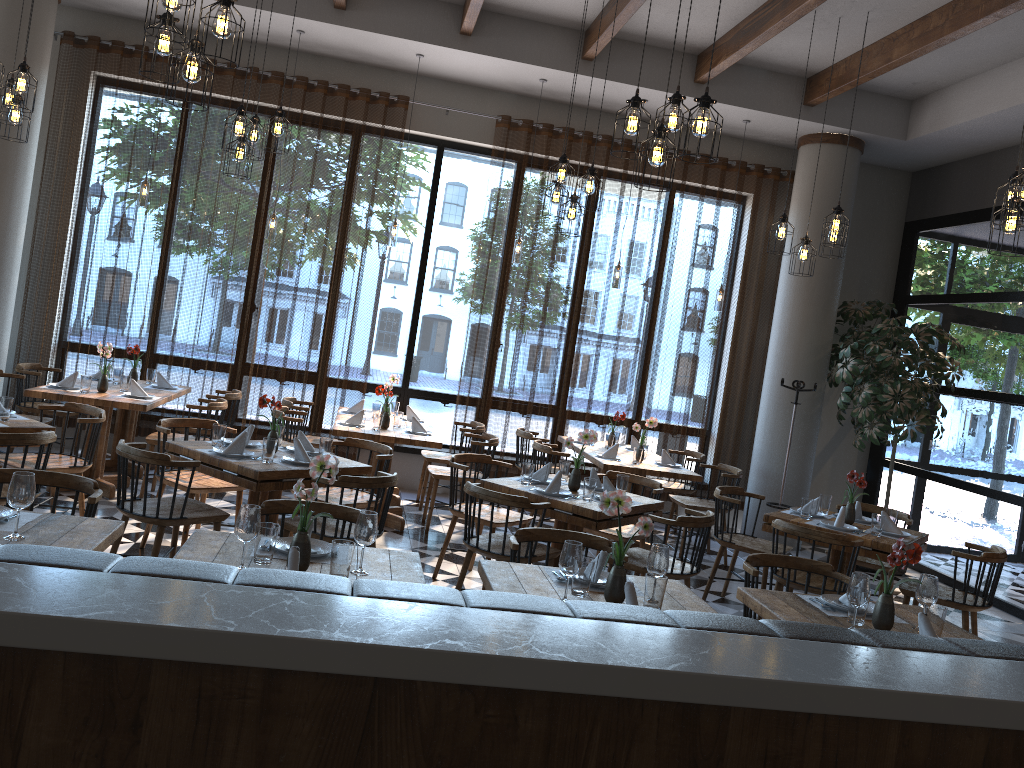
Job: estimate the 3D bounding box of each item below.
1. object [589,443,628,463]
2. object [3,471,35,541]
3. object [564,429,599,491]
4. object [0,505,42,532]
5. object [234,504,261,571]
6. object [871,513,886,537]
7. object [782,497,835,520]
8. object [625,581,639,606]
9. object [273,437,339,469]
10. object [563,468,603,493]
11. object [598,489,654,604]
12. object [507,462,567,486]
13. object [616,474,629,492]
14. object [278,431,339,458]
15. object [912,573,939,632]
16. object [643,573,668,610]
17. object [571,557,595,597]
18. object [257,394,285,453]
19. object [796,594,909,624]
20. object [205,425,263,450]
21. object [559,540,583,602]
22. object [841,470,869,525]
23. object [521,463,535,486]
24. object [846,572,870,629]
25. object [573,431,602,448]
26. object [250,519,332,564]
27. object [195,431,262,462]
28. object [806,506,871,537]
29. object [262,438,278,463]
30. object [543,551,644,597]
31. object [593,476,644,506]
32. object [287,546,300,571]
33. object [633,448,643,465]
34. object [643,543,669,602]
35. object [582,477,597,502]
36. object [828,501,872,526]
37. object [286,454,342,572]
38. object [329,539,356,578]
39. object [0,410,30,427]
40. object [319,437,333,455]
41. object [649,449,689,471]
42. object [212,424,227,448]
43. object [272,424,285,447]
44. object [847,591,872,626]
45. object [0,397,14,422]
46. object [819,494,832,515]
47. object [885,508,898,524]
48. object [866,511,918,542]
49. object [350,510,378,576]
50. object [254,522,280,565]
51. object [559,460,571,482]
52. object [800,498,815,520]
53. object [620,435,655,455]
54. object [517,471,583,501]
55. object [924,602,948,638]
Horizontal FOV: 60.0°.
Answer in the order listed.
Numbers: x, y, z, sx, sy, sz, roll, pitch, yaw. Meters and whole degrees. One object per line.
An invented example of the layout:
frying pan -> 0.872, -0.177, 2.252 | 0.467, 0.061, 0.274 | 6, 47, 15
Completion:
object -> 0.834, 0.562, 7.533 | 0.271, 0.137, 0.352 | 8, 3, -10
object -> -1.611, 0.398, 2.899 | 0.081, 0.215, 0.081 | 9, 1, -1
object -> 0.413, 0.471, 5.528 | 0.206, 0.400, 0.146 | 9, 1, 2
object -> -1.851, 0.393, 3.071 | 0.351, 0.137, 0.272 | 8, 3, -10
object -> -0.875, 0.508, 2.913 | 0.081, 0.215, 0.081 | 9, 1, 44
object -> 2.294, 0.887, 5.564 | 0.080, 0.132, 0.080 | 9, 1, 15
object -> 2.021, 0.820, 6.019 | 0.273, 0.137, 0.351 | 10, 3, 35
object -> 0.403, 0.739, 2.923 | 0.351, 0.137, 0.272 | 8, 3, -10
object -> -1.200, 0.385, 5.085 | 0.273, 0.137, 0.351 | 10, 3, 35
object -> 0.552, 0.612, 5.771 | 0.353, 0.137, 0.272 | 10, 3, 35
object -> 0.394, 0.590, 3.202 | 0.206, 0.400, 0.146 | 8, 1, -2
object -> 0.184, 0.561, 5.702 | 0.273, 0.137, 0.351 | 10, 3, 35
object -> 0.694, 0.645, 5.610 | 0.080, 0.132, 0.080 | 9, 1, 5
object -> -1.265, 0.356, 5.458 | 0.353, 0.137, 0.272 | 10, 3, 35
object -> 1.608, 0.853, 3.448 | 0.081, 0.215, 0.081 | 8, 1, -18
object -> 0.504, 0.745, 3.139 | 0.080, 0.132, 0.080 | 8, 1, -10
object -> 0.254, 0.703, 3.224 | 0.080, 0.132, 0.080 | 8, 1, -25
object -> -1.433, 0.233, 5.217 | 0.170, 0.355, 0.156 | 8, 1, -45
object -> 1.398, 0.851, 3.625 | 0.351, 0.137, 0.272 | 8, 3, -10
object -> -1.633, 0.304, 5.389 | 0.273, 0.137, 0.351 | 10, 3, 35
object -> 0.199, 0.660, 3.097 | 0.081, 0.215, 0.081 | 9, 1, 21
object -> 2.279, 0.755, 5.889 | 0.156, 0.355, 0.170 | 9, 1, 37
object -> 0.095, 0.561, 5.496 | 0.080, 0.132, 0.080 | 9, 1, 5
object -> 1.276, 0.811, 3.280 | 0.081, 0.215, 0.081 | 9, 1, 21
object -> 0.689, 0.495, 8.409 | 0.271, 0.137, 0.352 | 8, 3, -10
object -> -0.755, 0.547, 3.257 | 0.351, 0.137, 0.272 | 8, 3, -10
object -> -1.568, 0.334, 5.016 | 0.353, 0.137, 0.272 | 10, 3, 35
object -> 2.086, 0.849, 5.645 | 0.353, 0.137, 0.272 | 10, 3, 35
object -> -1.356, 0.372, 4.942 | 0.080, 0.132, 0.080 | 8, 1, -5
object -> 0.326, 0.700, 3.442 | 0.351, 0.137, 0.272 | 8, 3, -10
object -> 0.617, 0.641, 5.398 | 0.273, 0.137, 0.351 | 10, 3, 35
object -> -0.678, 0.586, 2.738 | 0.351, 0.137, 0.272 | 8, 3, -10
object -> 1.047, 0.604, 7.399 | 0.080, 0.132, 0.080 | 8, 1, -25
object -> 0.532, 0.701, 3.264 | 0.081, 0.215, 0.081 | 8, 1, -18
object -> 0.457, 0.628, 5.251 | 0.080, 0.132, 0.080 | 9, 1, 5
object -> 2.388, 0.871, 6.088 | 0.353, 0.137, 0.272 | 10, 3, 35
object -> -0.673, 0.441, 2.992 | 0.146, 0.400, 0.207 | 8, 1, -7
object -> -0.570, 0.593, 2.956 | 0.080, 0.132, 0.080 | 8, 1, -10
object -> -3.011, 0.119, 4.972 | 0.584, 0.137, 0.576 | 11, 3, 35
object -> -1.119, 0.389, 5.300 | 0.080, 0.132, 0.080 | 8, 1, -5
object -> 1.352, 0.635, 7.628 | 0.271, 0.137, 0.352 | 8, 3, -10
object -> -1.718, 0.305, 5.187 | 0.080, 0.132, 0.080 | 9, 1, 5
object -> -1.470, 0.323, 5.551 | 0.080, 0.132, 0.080 | 8, 1, -5
object -> 1.331, 0.855, 3.408 | 0.080, 0.132, 0.080 | 8, 1, -25
object -> -2.866, 0.142, 5.002 | 0.080, 0.132, 0.080 | 7, 2, -45
object -> 2.180, 0.838, 6.174 | 0.080, 0.132, 0.080 | 8, 1, -35
object -> 2.531, 0.904, 5.923 | 0.080, 0.132, 0.080 | 9, 1, 15
object -> 2.453, 0.900, 5.715 | 0.273, 0.137, 0.351 | 10, 3, 35
object -> -0.515, 0.553, 3.086 | 0.081, 0.215, 0.081 | 9, 1, 44
object -> -0.846, 0.548, 3.037 | 0.080, 0.132, 0.080 | 8, 1, -5
object -> 0.343, 0.579, 5.860 | 0.080, 0.132, 0.080 | 9, 1, 5
object -> 1.932, 0.820, 5.809 | 0.080, 0.132, 0.080 | 9, 1, 5
object -> 1.207, 0.568, 8.504 | 0.271, 0.137, 0.352 | 8, 3, -10
object -> 0.249, 0.590, 5.329 | 0.353, 0.137, 0.272 | 10, 3, 35
object -> 1.581, 0.897, 3.323 | 0.080, 0.132, 0.080 | 8, 1, -10
